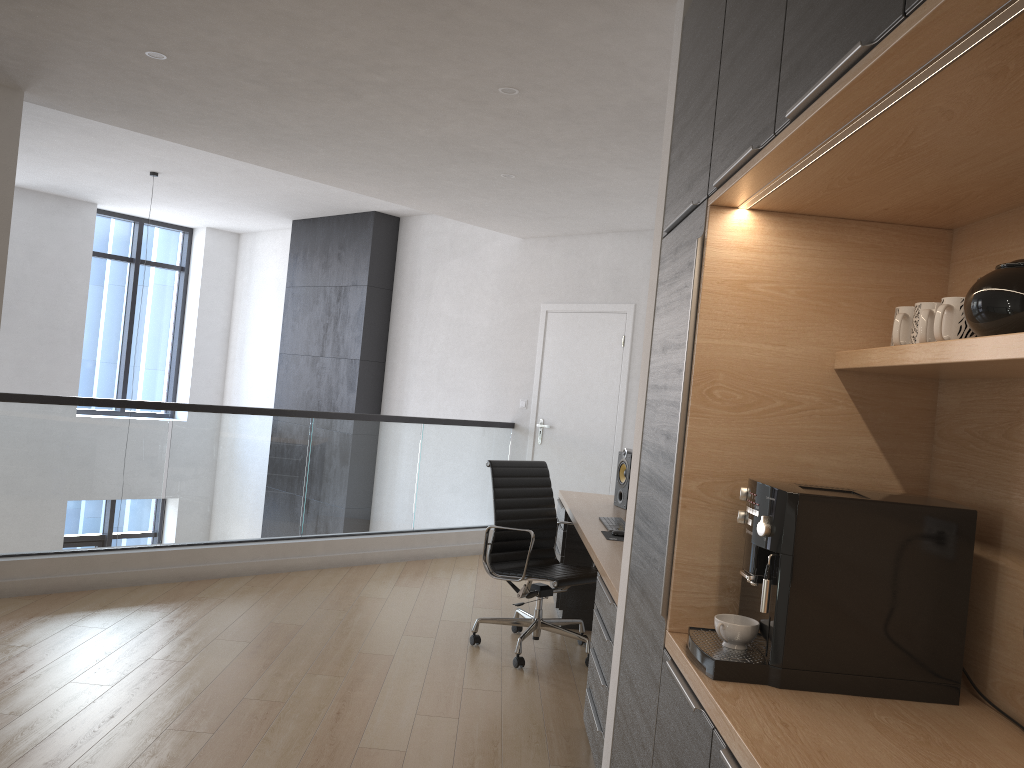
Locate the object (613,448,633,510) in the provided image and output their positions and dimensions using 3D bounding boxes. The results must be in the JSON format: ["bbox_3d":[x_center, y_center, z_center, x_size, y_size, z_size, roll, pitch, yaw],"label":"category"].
[{"bbox_3d":[0.770,0.570,5.313,0.249,0.354,0.198,6,0,-16],"label":"object"}]

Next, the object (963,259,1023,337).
[{"bbox_3d":[0.906,-0.153,1.545,0.213,0.171,0.240,5,0,36],"label":"object"}]

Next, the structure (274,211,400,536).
[{"bbox_3d":[-2.226,1.402,9.204,1.500,6.351,0.722,5,0,44],"label":"structure"}]

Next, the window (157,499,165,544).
[{"bbox_3d":[-4.959,2.521,10.709,0.170,2.402,1.310,5,0,44],"label":"window"}]

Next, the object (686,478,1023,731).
[{"bbox_3d":[0.694,0.423,1.737,0.584,0.398,0.618,6,0,0],"label":"object"}]

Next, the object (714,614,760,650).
[{"bbox_3d":[0.479,0.534,1.905,0.099,0.057,0.095,6,0,2],"label":"object"}]

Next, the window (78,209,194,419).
[{"bbox_3d":[-4.630,-0.813,10.726,0.170,2.402,1.310,5,0,44],"label":"window"}]

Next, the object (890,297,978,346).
[{"bbox_3d":[0.894,-0.119,1.891,0.112,0.105,0.297,6,0,1],"label":"object"}]

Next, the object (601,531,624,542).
[{"bbox_3d":[0.529,0.717,4.153,0.200,0.002,0.250,6,0,-1],"label":"object"}]

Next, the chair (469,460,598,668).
[{"bbox_3d":[0.202,0.943,4.781,0.664,0.991,0.699,6,0,-40],"label":"chair"}]

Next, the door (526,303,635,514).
[{"bbox_3d":[0.498,0.413,7.163,0.974,2.136,0.085,5,0,44],"label":"door"}]

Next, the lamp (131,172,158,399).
[{"bbox_3d":[-3.423,0.355,7.923,1.000,4.513,1.000,6,0,-44],"label":"lamp"}]
